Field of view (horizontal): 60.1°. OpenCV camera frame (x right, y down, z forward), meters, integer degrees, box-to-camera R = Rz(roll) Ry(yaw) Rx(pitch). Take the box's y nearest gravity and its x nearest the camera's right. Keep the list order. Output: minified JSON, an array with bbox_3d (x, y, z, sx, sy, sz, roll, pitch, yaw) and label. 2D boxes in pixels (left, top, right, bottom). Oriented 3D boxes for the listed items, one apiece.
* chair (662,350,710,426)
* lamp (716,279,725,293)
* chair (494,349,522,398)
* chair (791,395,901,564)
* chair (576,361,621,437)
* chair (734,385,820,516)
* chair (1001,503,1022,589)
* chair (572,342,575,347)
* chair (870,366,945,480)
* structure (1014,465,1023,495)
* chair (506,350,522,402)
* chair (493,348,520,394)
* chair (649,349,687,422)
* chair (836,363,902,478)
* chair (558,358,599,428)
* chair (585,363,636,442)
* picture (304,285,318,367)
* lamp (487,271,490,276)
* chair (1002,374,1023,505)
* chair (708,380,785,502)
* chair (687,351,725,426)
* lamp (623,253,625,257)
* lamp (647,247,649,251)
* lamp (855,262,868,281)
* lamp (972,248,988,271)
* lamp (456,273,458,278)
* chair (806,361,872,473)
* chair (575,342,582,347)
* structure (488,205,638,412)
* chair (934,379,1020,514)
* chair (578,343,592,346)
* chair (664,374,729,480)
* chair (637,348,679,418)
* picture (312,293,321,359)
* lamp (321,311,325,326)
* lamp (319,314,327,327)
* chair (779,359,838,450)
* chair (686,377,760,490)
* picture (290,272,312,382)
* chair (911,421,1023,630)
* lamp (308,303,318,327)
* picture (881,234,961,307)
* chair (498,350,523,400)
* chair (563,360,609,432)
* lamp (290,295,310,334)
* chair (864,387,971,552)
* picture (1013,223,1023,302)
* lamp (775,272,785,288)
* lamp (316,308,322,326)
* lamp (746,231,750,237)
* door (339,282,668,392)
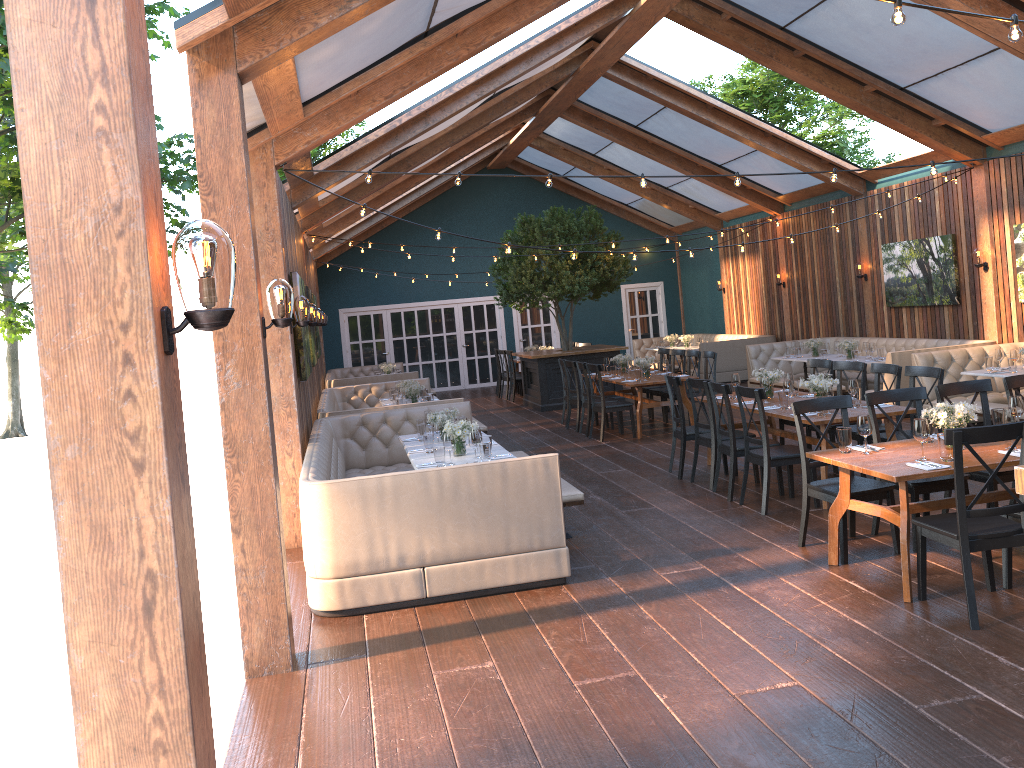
[{"bbox_3d":[2.449,0.048,12.620,0.540,1.019,0.478,-5,2,-11],"label":"chair"},{"bbox_3d":[4.712,-2.214,20.016,0.178,0.320,0.146,-5,2,-11],"label":"lamp"},{"bbox_3d":[-0.097,-0.253,18.922,0.540,1.019,0.478,-5,2,-6],"label":"chair"},{"bbox_3d":[2.248,0.619,5.998,0.478,1.019,0.539,-6,2,-16],"label":"chair"},{"bbox_3d":[1.200,0.179,12.376,0.540,1.019,0.478,-5,2,-8],"label":"chair"},{"bbox_3d":[2.192,0.509,7.377,0.540,1.019,0.478,-5,2,-11],"label":"chair"},{"bbox_3d":[3.036,0.643,4.868,0.478,1.019,0.539,-6,2,-16],"label":"chair"},{"bbox_3d":[1.173,-0.386,19.171,0.540,1.019,0.478,-5,2,-6],"label":"chair"},{"bbox_3d":[3.424,0.379,7.617,0.540,1.019,0.478,-5,2,-11],"label":"chair"},{"bbox_3d":[4.838,0.539,2.666,6.809,1.273,0.857,-6,2,-11],"label":"structure"},{"bbox_3d":[0.179,-0.187,17.835,0.540,1.019,0.478,-5,2,-11],"label":"chair"},{"bbox_3d":[-0.126,-0.298,19.487,0.540,1.019,0.478,-5,2,-5],"label":"chair"},{"bbox_3d":[2.342,0.011,13.170,0.540,1.019,0.477,-6,2,-16],"label":"chair"},{"bbox_3d":[3.317,0.343,8.167,0.540,1.019,0.478,-5,2,-6],"label":"chair"},{"bbox_3d":[0.998,0.105,13.478,0.540,1.019,0.478,-5,2,-6],"label":"chair"},{"bbox_3d":[1.307,0.215,11.827,0.540,1.019,0.477,-6,2,-16],"label":"chair"},{"bbox_3d":[-2.628,-0.754,11.552,0.065,0.996,1.653,-5,4,-11],"label":"picture"},{"bbox_3d":[-0.543,-2.540,20.350,0.066,0.117,0.057,-4,2,33],"label":"lamp"},{"bbox_3d":[3.891,0.447,6.319,0.478,1.019,0.540,-5,2,-11],"label":"chair"},{"bbox_3d":[2.079,0.473,7.925,0.540,1.019,0.478,-5,2,-5],"label":"chair"},{"bbox_3d":[2.557,0.084,12.070,0.540,1.019,0.478,-5,2,-6],"label":"chair"},{"bbox_3d":[2.784,-3.215,22.056,0.056,0.120,0.056,-5,2,10],"label":"lamp"},{"bbox_3d":[3.449,-3.399,22.388,0.056,0.121,0.056,-6,2,-29],"label":"lamp"},{"bbox_3d":[5.763,-1.857,14.623,0.178,0.320,0.146,-5,2,-11],"label":"lamp"},{"bbox_3d":[6.293,-1.677,11.904,0.178,0.320,0.146,-5,2,-11],"label":"lamp"},{"bbox_3d":[-1.241,-2.455,19.993,0.056,0.121,0.056,-5,2,13],"label":"lamp"},{"bbox_3d":[3.210,0.306,8.717,0.540,1.019,0.477,-6,2,-16],"label":"chair"},{"bbox_3d":[1.280,-0.350,18.620,0.540,1.019,0.478,-5,2,-11],"label":"chair"},{"bbox_3d":[0.968,-1.478,16.374,2.715,3.691,2.857,-5,2,-2],"label":"structure"},{"bbox_3d":[3.343,0.504,6.212,0.478,1.019,0.539,-6,2,-16],"label":"chair"},{"bbox_3d":[1.371,-0.310,18.050,0.541,1.019,0.477,-6,2,-28],"label":"chair"},{"bbox_3d":[1.863,0.401,9.019,0.540,1.019,0.478,-5,2,-3],"label":"chair"},{"bbox_3d":[2.235,-0.025,13.720,0.540,1.019,0.478,-5,2,-11],"label":"chair"},{"bbox_3d":[-3.159,-0.931,14.243,0.065,0.996,1.653,-5,4,-11],"label":"picture"},{"bbox_3d":[-3.383,-1.132,15.637,0.178,0.320,0.146,-5,2,-11],"label":"lamp"},{"bbox_3d":[-3.909,-1.310,18.335,0.178,0.320,0.146,-5,2,-11],"label":"lamp"},{"bbox_3d":[3.103,0.270,9.267,0.540,1.019,0.478,-5,2,-11],"label":"chair"},{"bbox_3d":[2.000,0.435,8.467,0.540,1.019,0.477,-6,2,-14],"label":"chair"},{"bbox_3d":[-2.088,-0.573,8.814,0.065,0.996,1.653,-5,4,-11],"label":"picture"},{"bbox_3d":[2.489,0.701,4.761,0.478,1.019,0.540,-5,2,-6],"label":"chair"},{"bbox_3d":[-2.328,-0.773,10.224,0.178,0.320,0.146,-5,2,-11],"label":"lamp"},{"bbox_3d":[6.084,-1.667,13.245,0.065,0.996,1.653,-5,4,-11],"label":"picture"},{"bbox_3d":[0.025,-0.218,18.376,0.540,1.019,0.477,-6,2,-16],"label":"chair"},{"bbox_3d":[1.069,0.145,12.922,0.540,1.019,0.477,-6,2,-16],"label":"chair"},{"bbox_3d":[-1.805,-0.595,7.540,0.178,0.320,0.146,-5,2,-11],"label":"lamp"},{"bbox_3d":[2.795,0.561,6.105,0.478,1.019,0.540,-5,2,-11],"label":"chair"},{"bbox_3d":[6.624,-1.486,10.507,0.065,0.996,1.653,-5,4,-11],"label":"picture"},{"bbox_3d":[5.238,-2.036,17.318,0.178,0.320,0.146,-5,2,-11],"label":"lamp"},{"bbox_3d":[-2.858,-0.953,12.942,0.178,0.320,0.146,-5,2,-11],"label":"lamp"},{"bbox_3d":[4.644,-2.957,17.439,0.074,0.115,0.056,-5,2,-5],"label":"lamp"},{"bbox_3d":[-0.046,-1.104,21.905,8.181,2.207,0.174,-6,1,-11],"label":"door"}]
